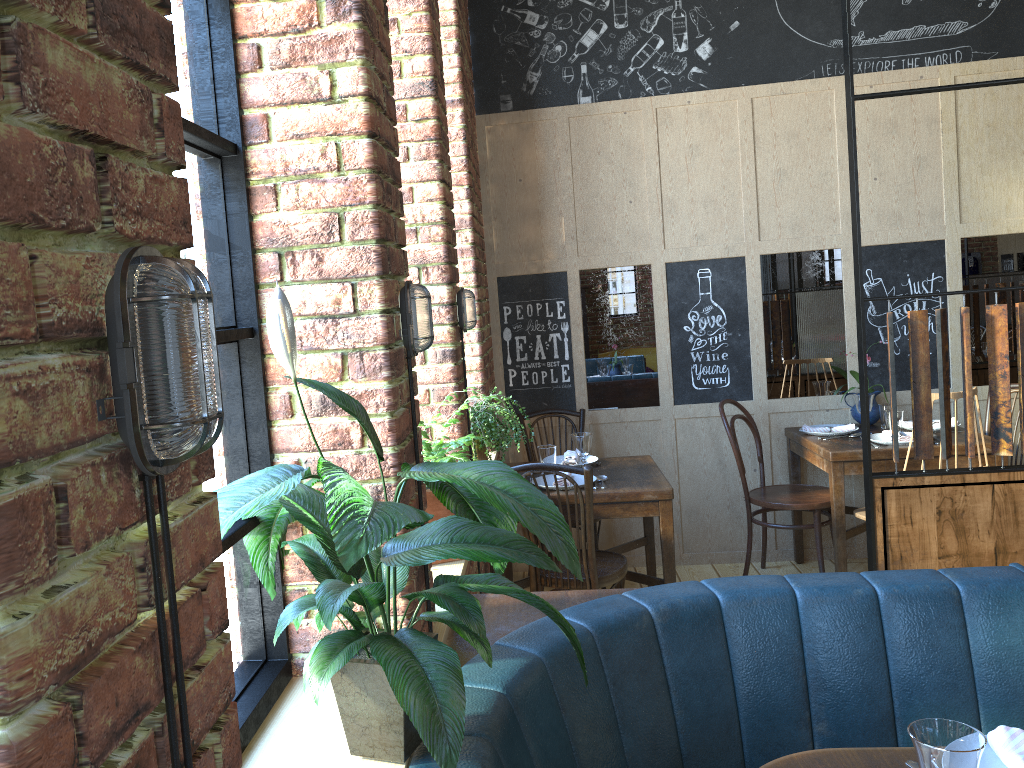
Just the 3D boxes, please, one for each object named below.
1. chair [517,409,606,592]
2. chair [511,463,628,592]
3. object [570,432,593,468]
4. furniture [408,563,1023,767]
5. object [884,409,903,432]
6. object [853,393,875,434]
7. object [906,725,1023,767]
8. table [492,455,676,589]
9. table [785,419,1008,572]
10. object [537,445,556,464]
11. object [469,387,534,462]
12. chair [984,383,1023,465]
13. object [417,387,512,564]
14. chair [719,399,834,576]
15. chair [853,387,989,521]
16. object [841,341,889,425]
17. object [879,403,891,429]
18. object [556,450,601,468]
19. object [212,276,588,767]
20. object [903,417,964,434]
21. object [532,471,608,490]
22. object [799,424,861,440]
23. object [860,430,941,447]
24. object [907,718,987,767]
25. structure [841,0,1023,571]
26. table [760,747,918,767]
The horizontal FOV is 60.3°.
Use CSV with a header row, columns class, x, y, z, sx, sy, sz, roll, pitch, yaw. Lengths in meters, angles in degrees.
class,x,y,z,sx,sy,sz,roll,pitch,yaw
chair,0.254,0.610,4.493,0.406,0.913,0.522,-4,4,-1
chair,0.236,0.712,3.450,0.420,0.913,0.503,-3,4,24
object,0.306,0.311,3.786,0.095,0.191,0.102,-6,4,-24
furniture,0.499,0.987,0.874,1.378,0.820,2.595,-4,5,3
object,1.821,0.185,4.201,0.084,0.119,0.085,-5,4,-5
object,1.726,0.146,4.314,0.095,0.191,0.102,-6,4,-24
object,0.829,0.632,1.426,0.330,0.051,0.266,-4,5,9
table,0.301,0.761,3.914,0.758,0.725,0.745,-4,5,5
table,1.832,0.602,4.277,0.758,0.725,0.745,-4,5,5
object,0.161,0.340,3.977,0.087,0.119,0.082,-3,5,22
object,-0.162,0.181,3.636,0.503,0.368,0.602,-4,5,4
chair,2.277,0.475,4.197,0.507,0.913,0.417,-6,4,-20
object,-0.254,0.246,2.460,0.436,0.481,0.444,-2,5,27
chair,1.346,0.533,4.383,0.575,0.919,0.419,-1,5,37
chair,1.807,0.511,3.835,0.530,1.003,0.457,-5,4,-8
object,1.812,-0.003,4.548,0.219,0.430,0.136,-4,4,2
object,1.880,0.161,4.401,0.084,0.119,0.085,-5,4,-5
object,0.249,0.355,4.116,0.330,0.051,0.266,-4,5,9
object,-0.205,0.207,1.319,0.613,0.750,0.729,-4,4,4
object,2.036,0.191,4.315,0.273,0.051,0.321,-4,5,8
object,0.235,0.398,3.679,0.330,0.051,0.266,-4,5,9
object,1.580,0.222,4.377,0.271,0.051,0.323,-4,5,3
object,1.788,0.239,4.023,0.330,0.051,0.266,-4,5,9
object,0.625,0.593,1.259,0.103,0.191,0.094,-2,5,34
structure,4.782,-0.579,0.532,5.938,3.318,5.957,-6,5,-11
table,0.777,1.050,0.835,0.830,0.659,1.530,-4,5,3
